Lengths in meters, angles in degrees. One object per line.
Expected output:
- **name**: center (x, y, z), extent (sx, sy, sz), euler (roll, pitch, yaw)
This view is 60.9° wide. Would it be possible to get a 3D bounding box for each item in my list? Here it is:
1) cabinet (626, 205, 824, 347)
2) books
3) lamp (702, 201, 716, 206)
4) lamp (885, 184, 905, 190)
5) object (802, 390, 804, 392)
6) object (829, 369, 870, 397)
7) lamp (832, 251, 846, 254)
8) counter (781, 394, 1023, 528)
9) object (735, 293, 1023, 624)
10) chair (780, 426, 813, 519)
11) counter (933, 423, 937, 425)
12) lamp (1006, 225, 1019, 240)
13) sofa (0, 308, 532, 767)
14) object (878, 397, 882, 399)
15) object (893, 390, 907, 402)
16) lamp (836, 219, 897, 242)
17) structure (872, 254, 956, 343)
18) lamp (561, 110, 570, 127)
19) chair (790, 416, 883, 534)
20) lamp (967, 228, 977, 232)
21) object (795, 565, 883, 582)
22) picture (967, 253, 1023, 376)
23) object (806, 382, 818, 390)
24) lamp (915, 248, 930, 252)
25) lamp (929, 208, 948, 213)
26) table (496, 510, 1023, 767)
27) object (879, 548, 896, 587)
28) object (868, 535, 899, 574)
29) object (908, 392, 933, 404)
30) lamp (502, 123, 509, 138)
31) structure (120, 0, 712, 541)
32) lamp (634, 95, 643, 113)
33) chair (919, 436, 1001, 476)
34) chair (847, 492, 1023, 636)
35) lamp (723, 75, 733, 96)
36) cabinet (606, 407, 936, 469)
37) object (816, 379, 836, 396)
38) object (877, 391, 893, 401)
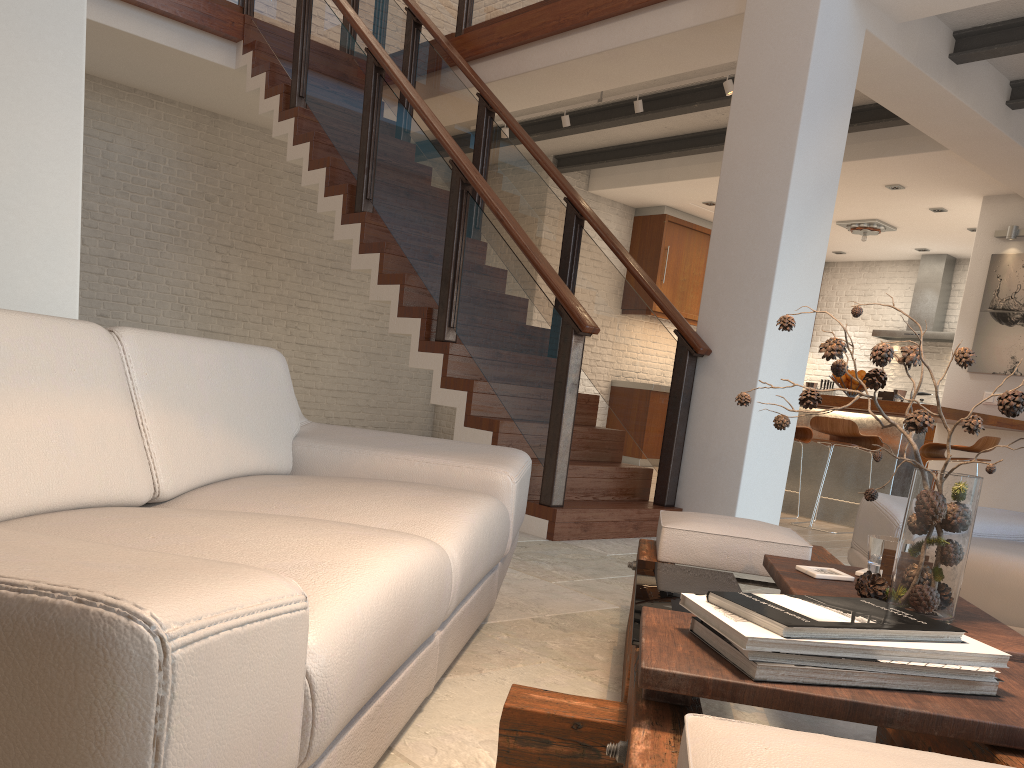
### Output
- **cabinet**: center (2.700, -1.203, 10.736), extent (3.353, 1.189, 0.450), euler (6, 7, -41)
- **books**: center (0.476, 0.370, 1.269), extent (0.402, 0.076, 0.245), euler (7, 1, -10)
- **lamp**: center (2.060, -1.887, 9.031), extent (0.124, 0.056, 0.121), euler (5, 2, -42)
- **lamp**: center (3.346, -1.735, 7.604), extent (0.124, 0.056, 0.121), euler (5, 2, -42)
- **object**: center (2.257, 0.067, 6.743), extent (0.206, 0.035, 0.281), euler (7, 0, -42)
- **object**: center (2.545, 0.006, 6.502), extent (0.364, 0.226, 0.359), euler (7, 3, 14)
- **lamp**: center (4.057, -1.645, 10.806), extent (0.124, 0.056, 0.121), euler (5, 2, -42)
- **counter**: center (2.989, 0.643, 7.057), extent (2.505, 0.938, 1.651), euler (6, 3, -42)
- **object**: center (0.690, 0.126, 1.669), extent (0.537, 0.620, 0.312), euler (9, 8, 18)
- **chair**: center (1.902, 0.589, 6.476), extent (0.422, 0.791, 0.395), euler (0, 11, -41)
- **counter**: center (3.546, 0.282, 9.872), extent (3.345, 0.071, 3.452), euler (7, 0, -42)
- **lamp**: center (4.217, -1.274, 7.350), extent (0.080, 0.106, 0.077), euler (5, 7, -14)
- **sofa**: center (-0.668, 0.281, 1.903), extent (1.140, 0.769, 2.299), euler (7, 1, 9)
- **object**: center (2.763, 0.127, 6.194), extent (0.199, 0.035, 0.387), euler (7, 0, -38)
- **object**: center (2.740, 0.087, 6.168), extent (0.091, 0.086, 0.089), euler (4, 5, -27)
- **lamp**: center (3.719, -1.588, 9.180), extent (0.452, 0.174, 0.441), euler (6, 2, -42)
- **structure**: center (4.949, -1.023, 10.371), extent (0.458, 1.013, 0.964), euler (-1, 9, -42)
- **lamp**: center (0.420, -2.055, 6.783), extent (0.086, 0.132, 0.059), euler (1, 10, -39)
- **chair**: center (2.255, 0.630, 6.085), extent (0.422, 0.791, 0.395), euler (0, 11, -41)
- **lamp**: center (4.679, -1.574, 8.789), extent (0.124, 0.056, 0.121), euler (5, 2, -42)
- **object**: center (0.792, 0.429, 1.994), extent (0.269, 0.035, 0.247), euler (7, 0, 20)
- **picture**: center (4.298, -0.587, 7.377), extent (0.020, 1.037, 0.639), euler (-3, 12, -42)
- **object**: center (2.283, 0.033, 6.657), extent (0.091, 0.086, 0.089), euler (2, 7, -45)
- **lamp**: center (4.736, -1.565, 10.054), extent (0.124, 0.056, 0.121), euler (5, 2, -42)
- **lamp**: center (4.013, -1.654, 8.196), extent (0.124, 0.056, 0.121), euler (5, 2, -42)
- **table**: center (0.998, 0.646, 1.582), extent (1.963, 0.437, 2.177), euler (7, 0, 9)
- **object**: center (0.851, 0.412, 1.890), extent (0.093, 0.084, 0.113), euler (8, 4, 20)
- **object**: center (0.869, 0.401, 2.031), extent (0.091, 0.086, 0.089), euler (7, 5, 8)
- **object**: center (4.837, 0.234, 10.308), extent (0.264, 0.281, 0.256), euler (5, 6, -20)
- **lamp**: center (-0.055, -2.111, 7.306), extent (0.059, 0.132, 0.085), euler (9, 8, 18)
- **structure**: center (1.360, -1.203, 5.302), extent (13.903, 4.222, 9.950), euler (6, 2, -42)
- **lamp**: center (0.907, -1.997, 6.243), extent (0.086, 0.132, 0.059), euler (1, 10, -39)
- **chair**: center (3.054, 0.726, 6.002), extent (0.404, 0.791, 0.412), euler (0, 11, -41)
- **chair**: center (1.753, 0.450, 2.618), extent (0.977, 1.037, 1.001), euler (4, 6, -25)
- **lamp**: center (1.413, -1.937, 5.672), extent (0.087, 0.132, 0.058), euler (8, 8, 8)
- **cabinet**: center (3.700, -0.237, 10.220), extent (4.756, 2.896, 2.231), euler (7, 6, 12)
- **object**: center (4.143, 0.130, 11.551), extent (0.066, 0.383, 0.314), euler (-2, 10, -42)
- **object**: center (2.713, 0.097, 6.311), extent (0.094, 0.084, 0.112), euler (7, 4, 3)
